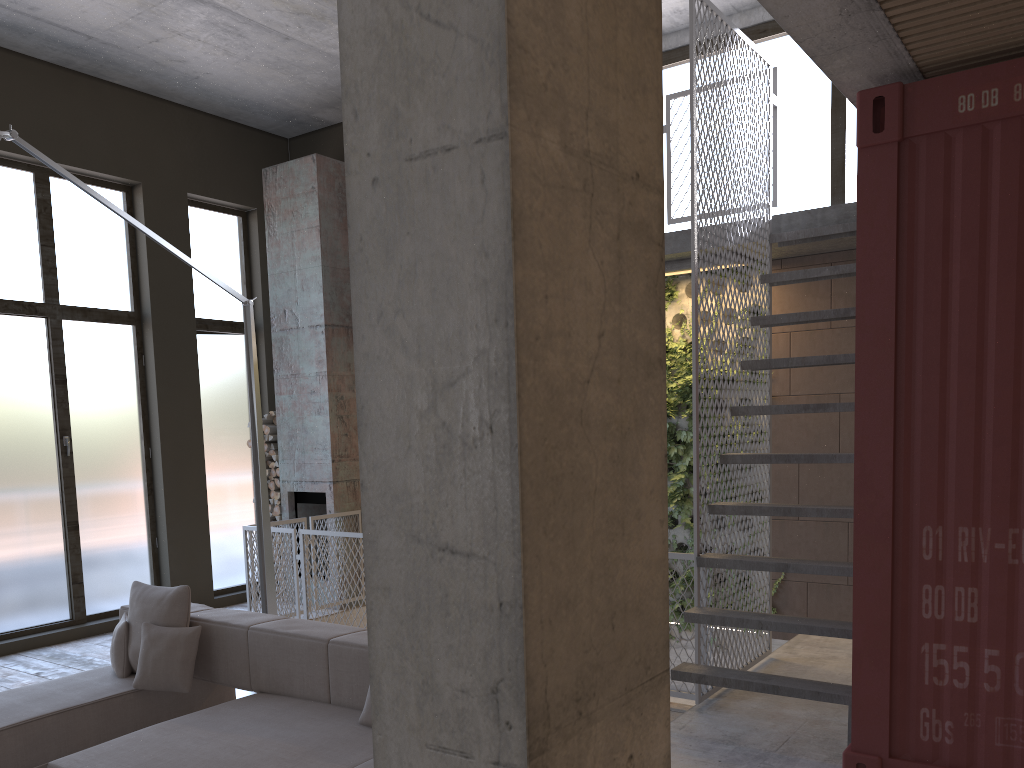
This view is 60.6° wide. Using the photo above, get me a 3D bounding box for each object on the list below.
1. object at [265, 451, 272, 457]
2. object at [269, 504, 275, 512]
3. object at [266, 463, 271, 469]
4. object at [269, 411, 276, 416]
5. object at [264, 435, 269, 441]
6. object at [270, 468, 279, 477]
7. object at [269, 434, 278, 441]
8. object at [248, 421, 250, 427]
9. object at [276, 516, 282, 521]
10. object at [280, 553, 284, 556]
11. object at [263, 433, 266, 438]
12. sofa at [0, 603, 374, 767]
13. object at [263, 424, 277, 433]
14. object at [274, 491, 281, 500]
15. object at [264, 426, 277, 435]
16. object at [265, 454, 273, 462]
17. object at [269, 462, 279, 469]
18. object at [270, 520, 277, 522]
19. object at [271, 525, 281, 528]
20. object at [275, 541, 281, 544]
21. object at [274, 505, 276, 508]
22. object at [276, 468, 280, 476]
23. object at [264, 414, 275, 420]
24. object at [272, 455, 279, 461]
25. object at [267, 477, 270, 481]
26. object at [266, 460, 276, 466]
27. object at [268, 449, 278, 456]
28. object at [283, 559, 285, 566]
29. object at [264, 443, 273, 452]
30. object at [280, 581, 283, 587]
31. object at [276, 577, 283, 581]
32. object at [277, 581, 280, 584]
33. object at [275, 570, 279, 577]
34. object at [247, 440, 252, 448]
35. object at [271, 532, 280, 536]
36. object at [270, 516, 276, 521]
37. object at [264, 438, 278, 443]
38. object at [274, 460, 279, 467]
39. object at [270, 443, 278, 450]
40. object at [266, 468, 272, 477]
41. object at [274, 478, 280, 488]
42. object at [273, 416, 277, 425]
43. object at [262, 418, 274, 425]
[{"bbox_3d":[-2.551,0.758,9.621,0.064,0.075,0.357,0,-1,33],"label":"object"},{"bbox_3d":[-2.507,1.348,9.656,0.091,0.090,0.452,-1,-1,33],"label":"object"},{"bbox_3d":[-2.610,0.899,9.700,0.092,0.094,0.435,-1,-1,34],"label":"object"},{"bbox_3d":[-2.481,0.322,9.538,0.087,0.056,0.330,-2,-2,34],"label":"object"},{"bbox_3d":[-2.511,0.580,9.545,0.067,0.067,0.420,-1,-1,34],"label":"object"},{"bbox_3d":[-2.440,0.959,9.604,0.091,0.090,0.452,-1,-1,34],"label":"object"},{"bbox_3d":[-2.445,0.575,9.499,0.066,0.068,0.420,-1,-1,34],"label":"object"},{"bbox_3d":[-2.724,0.441,9.661,0.067,0.069,0.420,-1,-1,34],"label":"object"},{"bbox_3d":[-2.412,1.466,9.622,0.066,0.086,0.422,0,-1,32],"label":"object"},{"bbox_3d":[-2.372,1.834,9.649,0.071,0.073,0.420,-1,-1,34],"label":"object"},{"bbox_3d":[-2.571,0.571,9.588,0.094,0.084,0.477,-1,-2,34],"label":"object"},{"bbox_3d":[-1.888,1.675,3.714,2.999,0.792,2.994,-3,-3,35],"label":"sofa"},{"bbox_3d":[-2.563,0.481,9.530,0.104,0.084,0.361,-1,-2,34],"label":"object"},{"bbox_3d":[-2.377,1.201,9.568,0.093,0.084,0.477,-1,-2,34],"label":"object"},{"bbox_3d":[-2.484,0.498,9.509,0.093,0.094,0.435,-1,-1,34],"label":"object"},{"bbox_3d":[-2.636,0.797,9.616,0.098,0.108,0.292,0,0,36],"label":"object"},{"bbox_3d":[-2.453,0.887,9.610,0.115,0.080,0.432,-2,-2,34],"label":"object"},{"bbox_3d":[-2.511,1.542,9.744,0.101,0.087,0.360,-1,-1,34],"label":"object"},{"bbox_3d":[-2.459,1.556,9.645,0.091,0.090,0.452,-1,-1,36],"label":"object"},{"bbox_3d":[-2.400,1.695,9.667,0.091,0.090,0.452,-1,-1,34],"label":"object"},{"bbox_3d":[-2.433,1.335,9.639,0.067,0.072,0.420,0,-1,34],"label":"object"},{"bbox_3d":[-2.371,0.946,9.550,0.091,0.093,0.435,-1,-1,34],"label":"object"},{"bbox_3d":[-2.545,0.363,9.556,0.065,0.074,0.357,0,-1,33],"label":"object"},{"bbox_3d":[-2.432,0.804,9.554,0.066,0.086,0.422,0,-1,32],"label":"object"},{"bbox_3d":[-2.609,1.046,9.657,0.093,0.084,0.477,-1,-2,34],"label":"object"},{"bbox_3d":[-2.531,0.880,9.676,0.101,0.087,0.360,-1,-1,34],"label":"object"},{"bbox_3d":[-2.470,0.739,9.558,0.122,0.068,0.361,-2,-2,36],"label":"object"},{"bbox_3d":[-2.341,1.929,9.651,0.091,0.093,0.435,-1,-1,34],"label":"object"},{"bbox_3d":[-2.527,0.686,9.588,0.091,0.090,0.452,-1,-1,33],"label":"object"},{"bbox_3d":[-2.391,2.187,9.696,0.066,0.086,0.422,0,-1,32],"label":"object"},{"bbox_3d":[-2.429,2.122,9.700,0.122,0.068,0.361,-2,-2,36],"label":"object"},{"bbox_3d":[-2.595,2.179,9.758,0.098,0.108,0.292,0,0,36],"label":"object"},{"bbox_3d":[-2.485,2.068,9.730,0.091,0.090,0.452,-1,-1,33],"label":"object"},{"bbox_3d":[-2.723,0.653,9.684,0.091,0.093,0.435,-1,-1,34],"label":"object"},{"bbox_3d":[-2.500,1.626,9.704,0.093,0.084,0.477,-1,-2,34],"label":"object"},{"bbox_3d":[-2.616,1.459,9.684,0.098,0.108,0.292,0,0,36],"label":"object"},{"bbox_3d":[-2.555,0.624,9.596,0.115,0.080,0.432,-2,-2,34],"label":"object"},{"bbox_3d":[-2.402,0.858,9.549,0.071,0.073,0.420,-1,-1,34],"label":"object"},{"bbox_3d":[-2.453,0.673,9.571,0.067,0.072,0.420,0,-1,34],"label":"object"},{"bbox_3d":[-2.520,0.963,9.636,0.093,0.084,0.477,-1,-2,34],"label":"object"},{"bbox_3d":[-2.411,1.068,9.534,0.088,0.109,0.363,0,-1,34],"label":"object"},{"bbox_3d":[-2.459,0.401,9.570,0.099,0.109,0.292,0,0,36],"label":"object"},{"bbox_3d":[-2.629,0.423,9.527,0.104,0.104,0.290,-1,-1,34],"label":"object"}]
